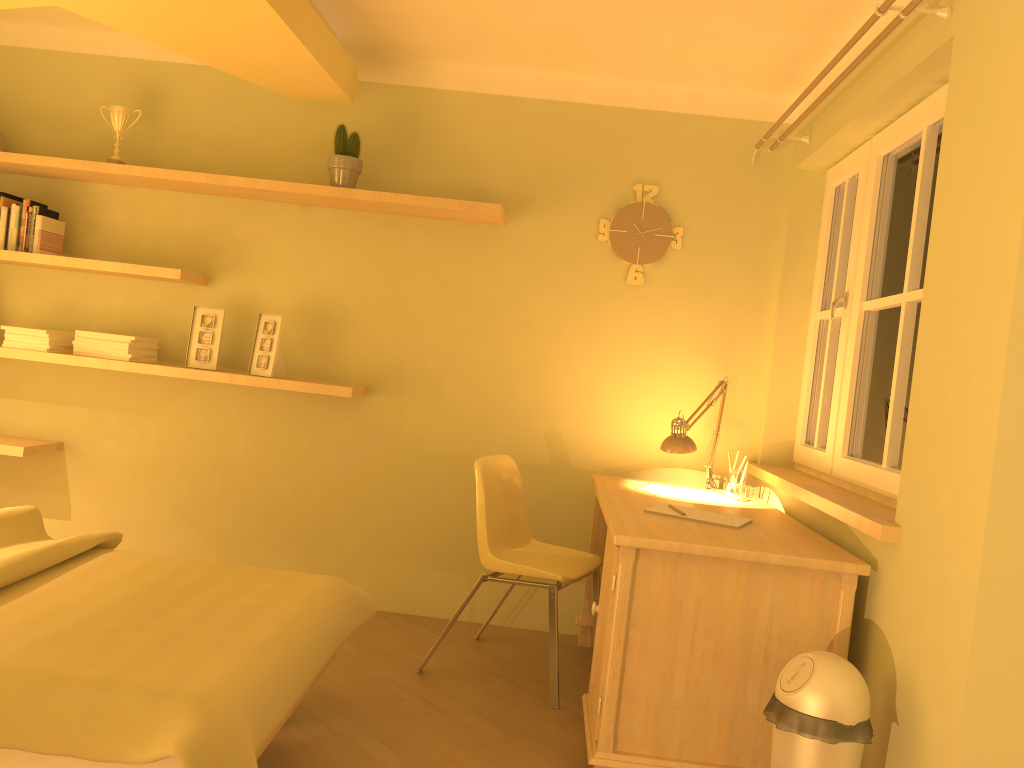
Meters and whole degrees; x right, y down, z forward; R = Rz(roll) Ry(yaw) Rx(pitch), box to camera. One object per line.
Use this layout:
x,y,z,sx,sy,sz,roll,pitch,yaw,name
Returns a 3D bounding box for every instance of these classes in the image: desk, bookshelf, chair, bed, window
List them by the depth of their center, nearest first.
-1.627,0.461,2.258,2.378,0.894,1.286,7,1,2,bed
1.234,-0.257,3.008,0.142,1.263,1.486,7,1,3,window
0.596,0.786,3.046,0.684,0.720,1.396,7,1,3,desk
0.048,0.685,3.324,0.546,0.785,0.531,7,1,22,chair
-1.395,-0.254,3.775,2.605,1.240,0.300,7,1,3,bookshelf

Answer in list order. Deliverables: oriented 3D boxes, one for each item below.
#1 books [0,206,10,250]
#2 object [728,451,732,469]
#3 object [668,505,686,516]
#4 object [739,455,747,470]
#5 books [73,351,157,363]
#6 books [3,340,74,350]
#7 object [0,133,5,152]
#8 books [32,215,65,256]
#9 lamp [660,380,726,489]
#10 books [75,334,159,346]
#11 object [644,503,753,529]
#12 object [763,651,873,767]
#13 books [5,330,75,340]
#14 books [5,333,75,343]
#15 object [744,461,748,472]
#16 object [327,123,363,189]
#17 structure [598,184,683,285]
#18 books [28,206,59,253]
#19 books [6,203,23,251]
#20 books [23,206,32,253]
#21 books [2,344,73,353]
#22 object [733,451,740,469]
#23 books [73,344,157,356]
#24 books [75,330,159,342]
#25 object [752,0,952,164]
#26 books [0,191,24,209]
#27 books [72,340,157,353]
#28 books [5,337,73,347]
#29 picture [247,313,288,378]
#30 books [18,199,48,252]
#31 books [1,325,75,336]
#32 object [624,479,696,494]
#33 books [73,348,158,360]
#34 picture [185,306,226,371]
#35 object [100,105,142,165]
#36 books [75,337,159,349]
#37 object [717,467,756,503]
-2.132,-0.652,3.791,0.032,0.184,0.173,7,1,3,books
0.887,0.351,3.591,0.053,0.162,0.009,6,1,-22,object
0.533,0.407,2.870,0.008,0.009,0.166,6,1,-6,object
0.909,0.360,3.569,0.008,0.155,0.073,6,1,-33,object
-1.693,-0.114,3.789,0.270,0.015,0.190,7,1,13,books
-2.013,-0.166,3.807,0.190,0.015,0.270,6,1,-1,books
-2.388,-1.106,3.799,0.349,0.229,0.234,7,1,4,object
-1.977,-0.623,3.782,0.032,0.163,0.178,7,1,3,books
0.727,0.199,3.562,0.140,0.455,0.484,7,1,28,lamp
-1.691,-0.190,3.800,0.270,0.015,0.190,7,1,13,books
0.599,0.422,2.847,0.300,0.010,0.210,7,1,27,object
0.724,0.910,2.122,0.255,0.535,0.248,7,1,37,object
-2.001,-0.210,3.811,0.190,0.015,0.270,7,1,4,books
-2.002,-0.195,3.803,0.190,0.015,0.270,6,1,2,books
0.914,0.370,3.512,0.010,0.138,0.043,6,1,-24,object
-0.694,-0.947,3.704,0.145,0.294,0.145,6,1,-16,object
0.554,-0.644,3.816,0.360,0.432,0.027,7,1,3,structure
-2.006,-0.647,3.794,0.032,0.203,0.157,7,1,3,books
-2.095,-0.657,3.798,0.040,0.203,0.157,7,1,3,books
-2.033,-0.647,3.795,0.022,0.198,0.157,7,1,3,books
-2.015,-0.151,3.807,0.190,0.015,0.270,6,1,2,books
0.899,0.353,3.603,0.034,0.165,0.009,6,1,-5,object
-1.688,-0.144,3.780,0.270,0.015,0.190,7,1,15,books
-1.683,-0.204,3.788,0.270,0.015,0.190,7,1,8,books
1.068,-0.956,2.927,0.190,0.113,1.708,7,1,3,object
-2.155,-0.686,3.800,0.021,0.247,0.157,7,1,3,books
-1.692,-0.159,3.782,0.270,0.015,0.190,7,1,13,books
-2.003,-0.180,3.810,0.190,0.015,0.270,7,1,3,books
-1.000,-0.160,3.769,0.134,0.264,0.171,7,1,29,picture
-2.057,-0.666,3.805,0.032,0.229,0.138,7,1,3,books
-2.017,-0.227,3.797,0.190,0.015,0.270,6,1,0,books
0.591,0.409,3.552,0.300,0.009,0.040,7,1,32,object
-1.691,-0.129,3.789,0.270,0.015,0.190,7,1,10,books
-1.298,-0.195,3.824,0.134,0.264,0.171,6,1,2,picture
-1.684,-1.046,3.790,0.160,0.268,0.095,6,1,-27,object
-1.683,-0.173,3.781,0.270,0.015,0.190,7,1,16,books
0.886,0.395,3.495,0.070,0.105,0.240,6,1,-5,object
